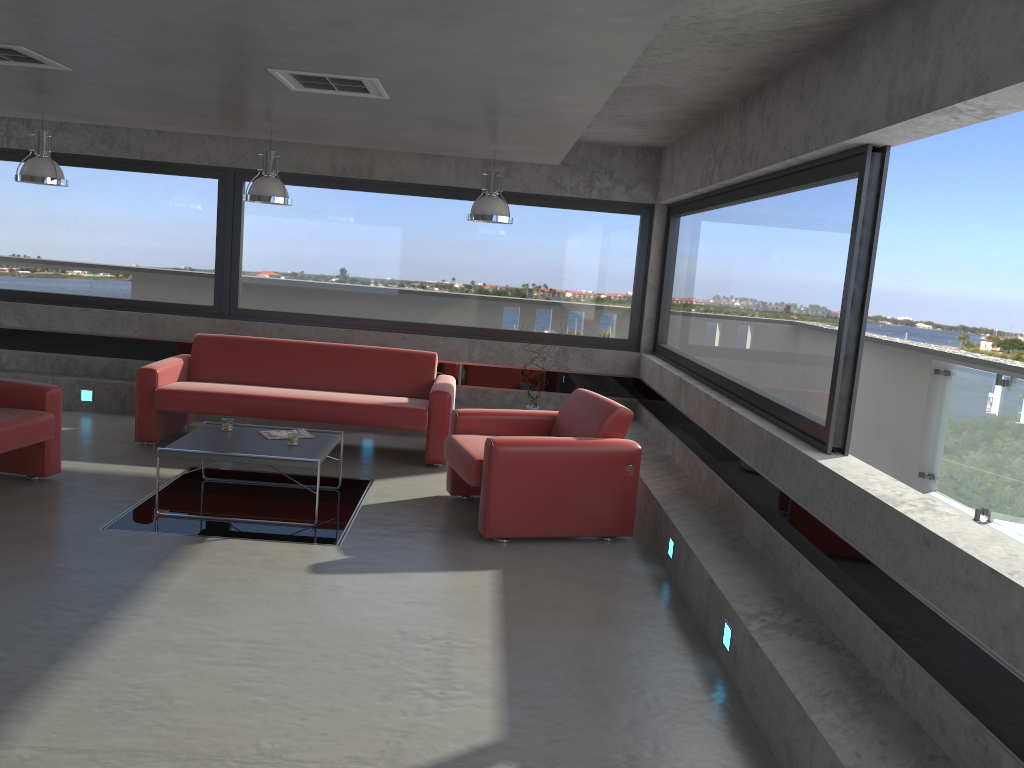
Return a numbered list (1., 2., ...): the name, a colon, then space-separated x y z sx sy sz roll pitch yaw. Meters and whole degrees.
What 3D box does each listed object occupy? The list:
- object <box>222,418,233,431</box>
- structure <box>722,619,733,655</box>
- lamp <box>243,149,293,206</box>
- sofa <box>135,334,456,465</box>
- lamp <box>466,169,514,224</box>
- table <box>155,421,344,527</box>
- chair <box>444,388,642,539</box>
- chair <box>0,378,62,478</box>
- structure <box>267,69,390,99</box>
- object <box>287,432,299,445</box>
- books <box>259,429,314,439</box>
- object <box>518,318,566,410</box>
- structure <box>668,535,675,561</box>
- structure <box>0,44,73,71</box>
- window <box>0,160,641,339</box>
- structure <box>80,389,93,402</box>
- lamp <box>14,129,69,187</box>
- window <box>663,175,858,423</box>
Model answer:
1. object: -2.031 0.288 6.329 0.079 0.077 0.079 2 8 -19
2. structure: 0.992 1.164 4.086 0.004 0.123 0.123 4 8 -2
3. lamp: -1.958 -1.674 7.154 0.388 0.422 0.389 4 8 -2
4. sofa: -1.827 0.094 7.831 2.626 0.854 1.120 4 8 -2
5. lamp: -0.165 -1.533 7.223 0.389 0.422 0.388 3 8 -13
6. table: -1.750 0.593 6.081 1.018 0.436 0.994 4 8 -2
7. chair: 0.148 0.483 6.208 1.130 0.854 1.196 2 8 -17
8. chair: -3.701 0.229 5.715 1.130 0.854 1.196 6 8 8
9. structure: -0.964 -1.732 4.779 0.563 0.240 0.563 4 8 -2
10. object: -1.495 0.370 6.054 0.079 0.077 0.079 6 8 6
11. books: -1.600 0.356 6.302 0.326 0.022 0.228 0 9 -32
12. object: 0.254 0.021 8.291 0.466 1.289 0.531 6 8 10
13. structure: 0.958 0.989 5.338 0.004 0.123 0.123 4 8 -2
14. structure: -2.746 -1.872 4.711 0.563 0.240 0.563 4 8 -2
15. window: -2.594 -1.395 8.906 7.800 1.364 0.003 4 8 -2
16. structure: -4.124 0.114 8.600 0.123 0.123 0.004 4 8 -2
17. lamp: -3.751 -1.814 7.086 0.388 0.422 0.389 4 8 -2
18. window: 1.624 -0.725 6.609 0.003 1.364 4.583 4 8 -2
